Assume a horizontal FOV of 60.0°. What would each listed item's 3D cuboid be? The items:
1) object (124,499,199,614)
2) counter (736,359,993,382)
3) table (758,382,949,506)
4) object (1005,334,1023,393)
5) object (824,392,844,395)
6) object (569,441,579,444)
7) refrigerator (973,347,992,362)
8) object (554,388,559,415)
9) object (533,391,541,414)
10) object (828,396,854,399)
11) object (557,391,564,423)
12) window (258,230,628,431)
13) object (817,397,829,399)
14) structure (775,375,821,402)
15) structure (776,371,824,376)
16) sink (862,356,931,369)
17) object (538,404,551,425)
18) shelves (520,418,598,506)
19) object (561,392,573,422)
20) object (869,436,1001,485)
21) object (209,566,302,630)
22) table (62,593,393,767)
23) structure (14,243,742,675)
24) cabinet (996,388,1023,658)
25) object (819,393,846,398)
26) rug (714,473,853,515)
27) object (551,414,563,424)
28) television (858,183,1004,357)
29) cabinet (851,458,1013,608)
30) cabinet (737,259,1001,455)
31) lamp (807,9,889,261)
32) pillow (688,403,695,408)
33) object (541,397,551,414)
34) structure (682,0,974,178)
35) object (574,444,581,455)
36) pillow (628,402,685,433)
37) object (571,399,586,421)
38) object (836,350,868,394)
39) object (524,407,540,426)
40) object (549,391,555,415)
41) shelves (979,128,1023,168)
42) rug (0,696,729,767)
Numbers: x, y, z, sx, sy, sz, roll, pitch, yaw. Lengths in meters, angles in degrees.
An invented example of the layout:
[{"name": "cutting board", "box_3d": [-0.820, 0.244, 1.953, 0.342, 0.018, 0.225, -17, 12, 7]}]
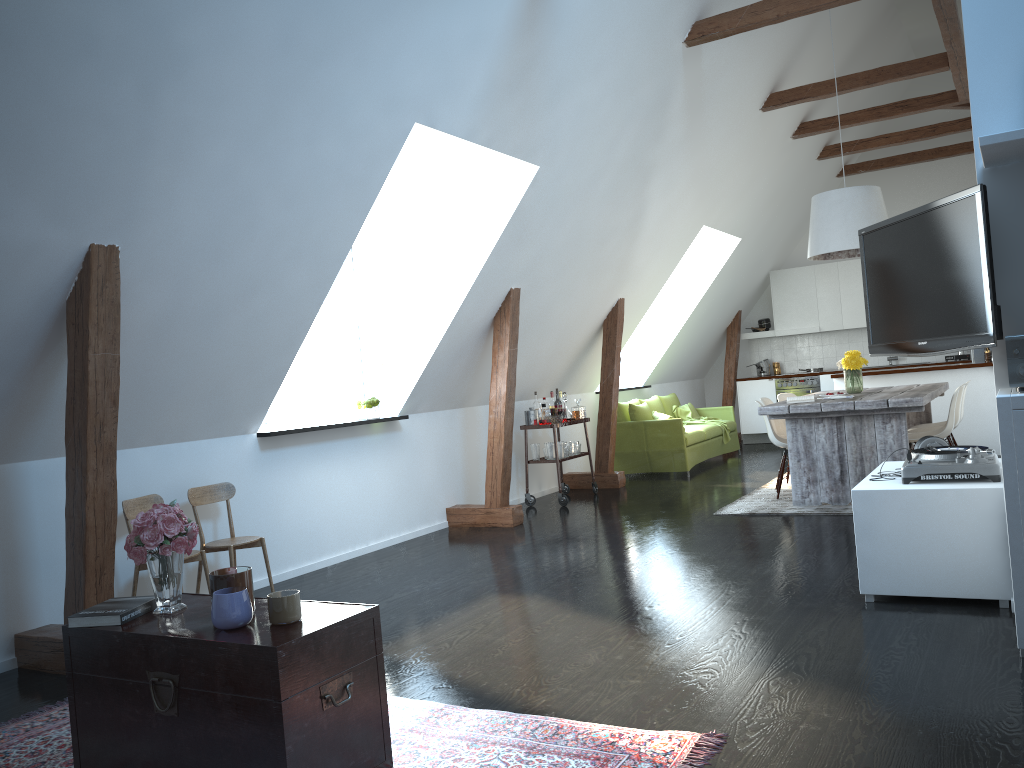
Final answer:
[{"name": "object", "box_3d": [-1.121, 0.553, 2.837, 0.234, 0.351, 0.235, -5, 0, -10]}, {"name": "counter", "box_3d": [4.157, -0.144, 10.768, 3.365, 0.038, 3.085, -5, 0, 30]}, {"name": "table", "box_3d": [2.961, 0.464, 7.398, 1.141, 0.788, 2.421, -5, 0, 30]}, {"name": "object", "box_3d": [2.084, -0.095, 3.283, 0.435, 0.211, 0.496, -5, 0, 30]}, {"name": "object", "box_3d": [2.590, 0.082, 7.125, 0.132, 0.034, 0.144, -5, 0, 2]}, {"name": "object", "box_3d": [0.596, 0.605, 8.452, 0.095, 0.119, 0.095, -5, 0, -8]}, {"name": "refrigerator", "box_3d": [5.875, -0.480, 10.655, 0.609, 1.868, 0.031, -5, 0, 30]}, {"name": "object", "box_3d": [0.438, 0.206, 8.375, 0.080, 0.329, 0.080, -5, 0, 21]}, {"name": "object", "box_3d": [0.230, 0.229, 8.145, 0.073, 0.320, 0.073, -5, 0, 21]}, {"name": "object", "box_3d": [2.565, 0.099, 6.900, 0.182, 0.016, 0.179, -5, 0, 25]}, {"name": "object", "box_3d": [0.464, 0.216, 8.289, 0.081, 0.307, 0.081, -5, 0, 36]}, {"name": "window", "box_3d": [1.795, -2.120, 6.341, 5.959, 4.249, 8.018, -5, 0, 30]}, {"name": "object", "box_3d": [2.501, 0.106, 6.956, 0.182, 0.014, 0.185, -5, 0, 4]}, {"name": "structure", "box_3d": [4.013, 0.260, 12.166, 0.583, 0.725, 0.749, -5, 0, 30]}, {"name": "structure", "box_3d": [3.968, -0.130, 12.156, 0.574, 0.041, 0.504, -5, 0, 30]}, {"name": "sink", "box_3d": [4.941, -0.342, 11.669, 0.963, 0.519, 0.671, -5, 0, 30]}, {"name": "object", "box_3d": [0.292, 0.280, 7.960, 0.087, 0.206, 0.087, -5, 0, -35]}, {"name": "shelves", "box_3d": [0.441, 0.715, 8.255, 0.438, 0.732, 0.803, -5, 0, 26]}, {"name": "object", "box_3d": [0.496, 0.220, 8.174, 0.114, 0.292, 0.114, -5, 0, 2]}, {"name": "object", "box_3d": [2.025, 0.353, 4.274, 0.558, 0.162, 0.742, -5, 0, 27]}, {"name": "object", "box_3d": [-0.821, 0.635, 2.631, 0.413, 0.138, 0.215, -5, 0, 42]}, {"name": "table", "box_3d": [-0.875, 0.950, 2.720, 0.962, 0.492, 0.471, -5, 0, 30]}, {"name": "structure", "box_3d": [-0.179, 0.166, 7.416, 1.023, 1.963, 12.350, -5, 0, 30]}, {"name": "cabinet", "box_3d": [2.257, 0.459, 3.145, 0.869, 0.921, 0.638, -5, 0, 30]}, {"name": "object", "box_3d": [2.574, 0.096, 7.122, 0.205, 0.024, 0.205, -5, 0, 22]}, {"name": "rug", "box_3d": [2.996, 0.849, 7.375, 1.898, 0.022, 2.677, -5, 0, 30]}, {"name": "object", "box_3d": [0.381, 0.329, 8.093, 0.151, 0.092, 0.245, -5, 0, -31]}, {"name": "television", "box_3d": [2.057, -0.468, 3.938, 0.537, 0.652, 1.005, -5, 0, -5]}, {"name": "cabinet", "box_3d": [2.064, 0.684, 4.306, 0.623, 0.507, 1.069, -5, 0, 30]}, {"name": "cabinet", "box_3d": [4.516, -0.457, 10.574, 4.208, 2.369, 3.033, -5, 0, 30]}, {"name": "lamp", "box_3d": [2.733, -2.489, 7.402, 0.757, 2.813, 0.697, -5, 0, -10]}, {"name": "pillow", "box_3d": [2.205, 0.380, 11.051, 0.210, 0.275, 0.462, -5, 0, 28]}, {"name": "object", "box_3d": [0.314, 0.254, 8.334, 0.067, 0.257, 0.099, -5, 0, 35]}, {"name": "structure", "box_3d": [3.116, -2.929, 3.426, 10.230, 3.562, 15.910, -5, 0, 35]}, {"name": "object", "box_3d": [0.609, 0.615, 8.342, 0.092, 0.099, 0.092, -5, 0, 8]}, {"name": "pillow", "box_3d": [1.606, 0.371, 9.633, 0.600, 0.387, 0.475, -5, 0, 27]}, {"name": "object", "box_3d": [0.634, 0.247, 8.441, 0.101, 0.211, 0.101, -5, 0, -45]}, {"name": "object", "box_3d": [2.878, -0.104, 7.475, 0.233, 0.365, 0.293, -5, 0, 1]}, {"name": "object", "box_3d": [0.184, 0.304, 8.037, 0.135, 0.182, 0.052, -5, 0, -23]}, {"name": "object", "box_3d": [0.394, 0.222, 8.506, 0.081, 0.308, 0.081, -5, 0, 22]}, {"name": "shelves", "box_3d": [2.510, -0.953, 3.034, 1.604, 0.038, 0.478, -5, 0, 30]}, {"name": "rug", "box_3d": [-0.839, 1.187, 2.687, 2.647, 0.029, 1.512, -5, 0, 30]}]
